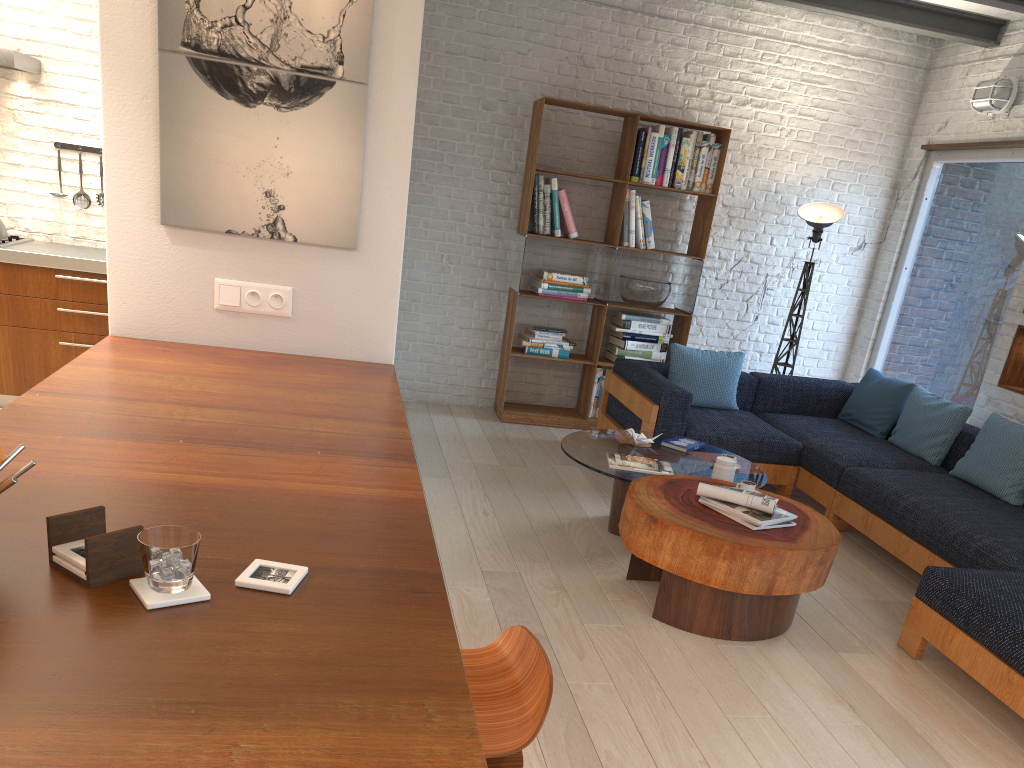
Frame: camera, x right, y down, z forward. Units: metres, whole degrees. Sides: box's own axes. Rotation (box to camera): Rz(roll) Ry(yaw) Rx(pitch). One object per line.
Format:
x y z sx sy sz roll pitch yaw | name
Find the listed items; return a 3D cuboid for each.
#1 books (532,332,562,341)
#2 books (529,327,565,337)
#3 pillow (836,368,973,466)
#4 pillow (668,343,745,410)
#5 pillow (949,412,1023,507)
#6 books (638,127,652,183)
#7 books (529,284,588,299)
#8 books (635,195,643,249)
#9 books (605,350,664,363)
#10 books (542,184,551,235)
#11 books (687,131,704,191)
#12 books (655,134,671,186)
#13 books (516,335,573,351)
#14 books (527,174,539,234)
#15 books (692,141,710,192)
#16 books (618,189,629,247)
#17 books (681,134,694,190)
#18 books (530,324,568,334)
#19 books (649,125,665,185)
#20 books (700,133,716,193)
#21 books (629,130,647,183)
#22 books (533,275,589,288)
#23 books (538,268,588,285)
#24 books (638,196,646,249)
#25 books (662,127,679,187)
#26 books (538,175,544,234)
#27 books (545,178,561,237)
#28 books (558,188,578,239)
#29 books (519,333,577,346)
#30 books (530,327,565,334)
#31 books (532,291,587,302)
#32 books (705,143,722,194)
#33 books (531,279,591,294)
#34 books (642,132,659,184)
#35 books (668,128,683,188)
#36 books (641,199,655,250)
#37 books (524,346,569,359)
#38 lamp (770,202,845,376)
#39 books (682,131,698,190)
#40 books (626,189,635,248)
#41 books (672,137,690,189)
0.260 -0.360 6.496 0.206 0.035 0.125 6 13 -12 | books
0.257 -0.388 6.491 0.237 0.020 0.162 4 13 -19 | books
2.528 0.194 5.687 0.244 0.419 1.048 4 14 -13 | pillow
1.304 -0.043 5.902 0.557 0.431 0.211 5 19 -12 | pillow
2.746 0.468 4.452 0.255 0.438 1.147 4 14 -12 | pillow
0.893 -1.598 6.107 0.021 0.378 0.256 4 18 -11 | books
0.339 -0.677 6.357 0.381 0.038 0.231 5 13 -17 | books
0.876 -1.167 6.267 0.125 0.367 0.256 4 18 -11 | books
0.929 -0.190 6.647 0.381 0.068 0.231 4 13 -17 | books
0.223 -1.233 6.155 0.103 0.351 0.240 4 18 -11 | books
1.256 -1.573 6.171 0.036 0.403 0.230 4 19 -11 | books
1.021 -1.572 6.141 0.056 0.347 0.240 4 18 -11 | books
0.241 -0.306 6.500 0.381 0.038 0.231 6 13 -12 | books
0.144 -1.261 6.103 0.091 0.404 0.230 4 19 -11 | books
1.298 -1.540 6.185 0.056 0.347 0.240 4 18 -11 | books
0.788 -1.196 6.254 0.102 0.404 0.230 4 19 -11 | books
1.190 -1.567 6.162 0.021 0.378 0.256 4 18 -11 | books
0.273 -0.408 6.465 0.253 0.018 0.153 6 12 -12 | books
0.981 -1.600 6.108 0.036 0.403 0.230 4 19 -11 | books
1.348 -1.564 6.190 0.036 0.403 0.230 4 19 -11 | books
0.853 -1.589 6.105 0.056 0.347 0.240 4 18 -11 | books
0.354 -0.743 6.347 0.357 0.022 0.258 5 13 -13 | books
0.368 -0.779 6.333 0.327 0.058 0.241 6 13 -10 | books
0.896 -1.167 6.280 0.125 0.367 0.256 4 18 -11 | books
1.074 -1.590 6.122 0.036 0.403 0.230 4 19 -11 | books
0.180 -1.259 6.118 0.091 0.404 0.230 4 19 -11 | books
0.286 -1.244 6.129 0.121 0.401 0.230 4 19 -11 | books
0.368 -1.210 6.181 0.195 0.335 0.240 4 18 -12 | books
0.262 -0.329 6.484 0.380 0.019 0.231 4 13 -19 | books
0.266 -0.399 6.481 0.243 0.009 0.148 6 12 -12 | books
0.343 -0.649 6.376 0.357 0.022 0.258 6 12 -12 | books
1.389 -1.536 6.226 0.056 0.347 0.240 4 18 -11 | books
0.356 -0.710 6.340 0.380 0.038 0.231 4 13 -18 | books
0.932 -1.577 6.105 0.056 0.347 0.240 4 18 -11 | books
1.108 -1.588 6.139 0.036 0.403 0.230 4 19 -11 | books
0.944 -1.150 6.280 0.158 0.346 0.240 4 18 -11 | books
0.257 -0.257 6.514 0.327 0.058 0.242 8 13 -2 | books
2.305 -0.352 6.465 0.500 1.942 0.831 -8 25 -38 | lamp
1.218 -1.580 6.175 0.036 0.403 0.230 4 19 -11 | books
0.828 -1.187 6.241 0.104 0.403 0.230 4 19 -11 | books
1.153 -1.553 6.145 0.056 0.347 0.240 4 18 -11 | books
